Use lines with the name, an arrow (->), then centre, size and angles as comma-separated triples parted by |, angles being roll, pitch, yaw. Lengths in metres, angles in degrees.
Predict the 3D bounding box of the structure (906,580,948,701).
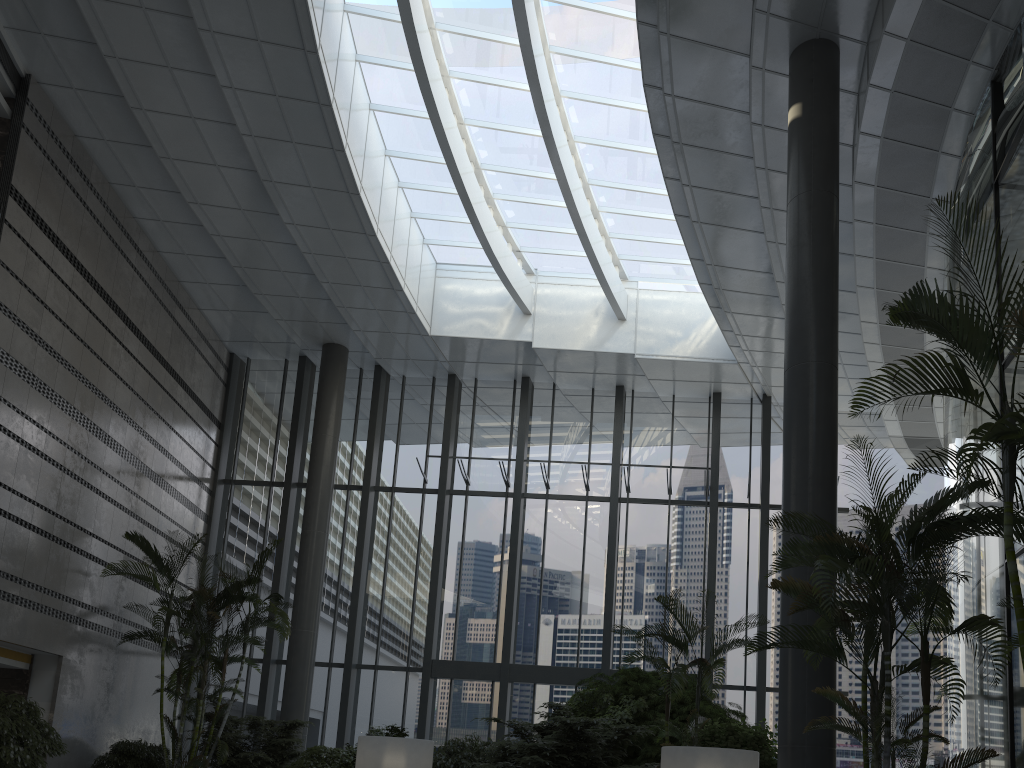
structure -> 6.653, 4.626, 11.408 | 2.493, 4.383, 2.639 | 8, -15, -15

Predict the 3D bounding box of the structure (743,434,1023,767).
structure -> 2.518, 2.293, 5.829 | 1.677, 3.509, 2.143 | 7, -14, -11

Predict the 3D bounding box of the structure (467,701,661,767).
structure -> 0.531, 4.849, 10.165 | 2.260, 2.187, 2.480 | 7, -18, -9

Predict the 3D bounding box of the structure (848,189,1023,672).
structure -> 2.991, 1.109, 4.202 | 2.493, 4.383, 2.639 | 8, -15, -15

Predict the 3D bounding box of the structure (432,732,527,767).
structure -> -0.535, 5.703, 11.694 | 2.005, 1.777, 1.768 | -9, -21, 33

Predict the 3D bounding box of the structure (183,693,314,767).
structure -> -3.983, 5.836, 12.901 | 1.898, 2.156, 1.960 | 8, -17, -12

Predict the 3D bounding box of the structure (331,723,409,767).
structure -> -1.884, 5.571, 11.664 | 1.233, 1.850, 1.485 | -4, -18, 28

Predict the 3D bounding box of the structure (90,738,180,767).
structure -> -5.430, 5.875, 12.345 | 1.133, 1.452, 1.495 | -11, -23, 43

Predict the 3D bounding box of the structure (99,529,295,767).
structure -> -4.448, 4.240, 12.065 | 2.511, 4.384, 2.616 | 2, -14, 9

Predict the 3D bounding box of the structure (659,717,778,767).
structure -> 2.239, 4.552, 9.052 | 1.569, 2.000, 1.683 | -12, -22, 44

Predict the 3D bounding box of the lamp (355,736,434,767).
lamp -> -1.346, 4.734, 9.434 | 0.827, 1.573, 0.904 | -1, -15, 21

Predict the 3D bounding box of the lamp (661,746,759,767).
lamp -> 1.667, 3.957, 7.325 | 0.884, 1.573, 0.846 | 14, -17, -35

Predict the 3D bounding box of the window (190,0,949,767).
window -> -1.105, -0.055, 8.169 | 13.461, 9.393, 20.227 | -2, -23, 16

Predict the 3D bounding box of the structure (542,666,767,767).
structure -> 1.694, 5.331, 11.766 | 3.734, 2.779, 3.439 | -2, -20, 15

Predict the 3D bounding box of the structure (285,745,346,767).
structure -> -2.677, 5.913, 12.131 | 1.505, 1.512, 1.632 | 13, -20, -27

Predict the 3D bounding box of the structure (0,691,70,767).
structure -> -5.876, 4.255, 9.345 | 1.621, 1.853, 2.187 | -7, -21, 32

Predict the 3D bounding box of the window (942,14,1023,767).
window -> 6.179, 1.758, 8.891 | 4.211, 7.457, 16.605 | 3, -22, 5

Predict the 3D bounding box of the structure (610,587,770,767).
structure -> 1.730, 3.639, 8.591 | 1.435, 3.258, 1.274 | 7, -12, -11
